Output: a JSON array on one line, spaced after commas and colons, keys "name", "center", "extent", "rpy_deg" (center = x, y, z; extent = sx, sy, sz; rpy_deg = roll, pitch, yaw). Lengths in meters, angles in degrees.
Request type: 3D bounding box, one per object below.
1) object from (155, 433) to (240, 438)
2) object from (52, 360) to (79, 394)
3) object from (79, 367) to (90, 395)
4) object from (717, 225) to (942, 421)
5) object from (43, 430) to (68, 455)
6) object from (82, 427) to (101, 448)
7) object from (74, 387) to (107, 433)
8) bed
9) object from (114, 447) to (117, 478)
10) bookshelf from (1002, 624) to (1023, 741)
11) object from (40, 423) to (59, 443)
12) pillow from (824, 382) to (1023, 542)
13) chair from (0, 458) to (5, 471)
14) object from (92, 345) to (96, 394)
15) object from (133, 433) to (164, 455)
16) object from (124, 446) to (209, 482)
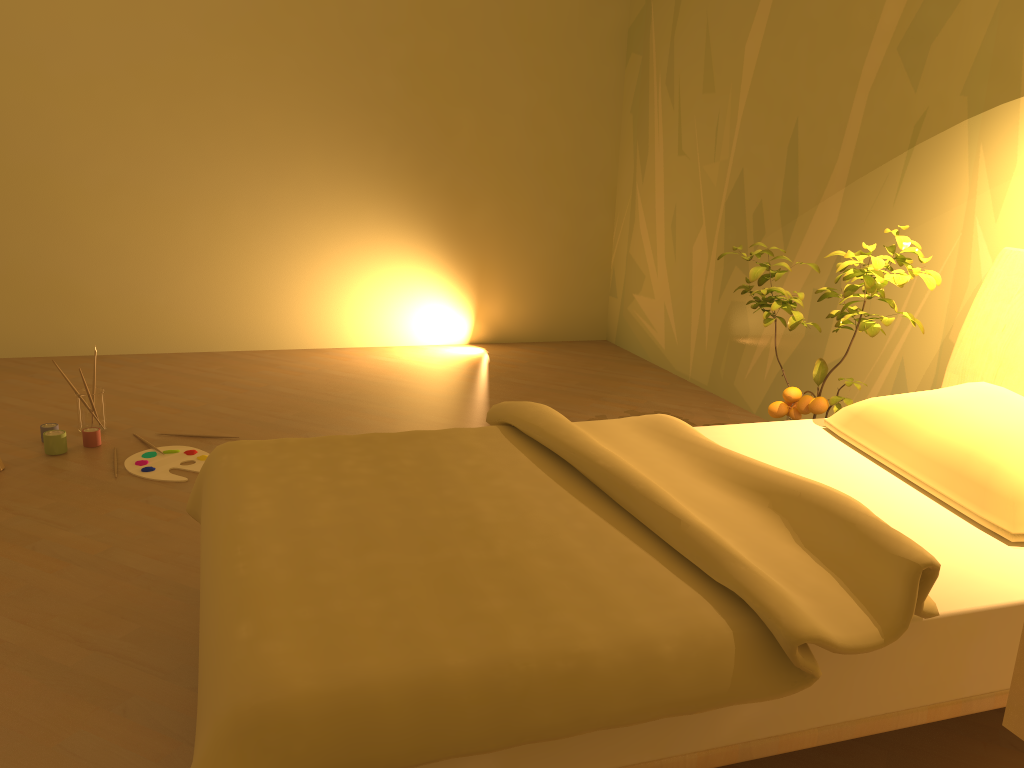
[{"name": "object", "center": [-1.203, 0.197, 3.391], "extent": [0.325, 0.010, 0.010], "rpy_deg": [3, 15, 1]}, {"name": "object", "center": [-1.640, 0.042, 3.356], "extent": [0.159, 0.286, 0.010], "rpy_deg": [-4, 16, -24]}, {"name": "object", "center": [-1.591, 0.051, 3.344], "extent": [0.010, 0.278, 0.172], "rpy_deg": [1, 15, -7]}, {"name": "object", "center": [0.942, -0.068, 2.919], "extent": [0.372, 0.944, 0.828], "rpy_deg": [-5, 16, -25]}, {"name": "object", "center": [-1.624, 0.208, 3.154], "extent": [0.073, 0.073, 0.073], "rpy_deg": [-1, 15, -15]}, {"name": "object", "center": [-1.537, 0.196, 3.243], "extent": [0.060, 0.060, 0.060], "rpy_deg": [-9, 18, -36]}, {"name": "object", "center": [-1.609, 0.103, 3.393], "extent": [0.106, 0.157, 0.106], "rpy_deg": [16, 20, 41]}, {"name": "bed", "center": [0.514, 0.194, 1.960], "extent": [2.378, 0.894, 1.286], "rpy_deg": [-3, 16, -19]}, {"name": "object", "center": [-1.382, 0.269, 3.089], "extent": [0.010, 0.010, 0.325], "rpy_deg": [-4, 16, -24]}, {"name": "bookshelf", "center": [0.959, -0.095, 0.353], "extent": [2.605, 1.240, 0.300], "rpy_deg": [-3, 16, -19]}, {"name": "object", "center": [-1.705, 0.181, 3.271], "extent": [0.060, 0.060, 0.060], "rpy_deg": [-8, 18, -33]}, {"name": "pillow", "center": [1.176, 0.152, 2.171], "extent": [0.482, 0.213, 0.801], "rpy_deg": [0, 15, -9]}, {"name": "chair", "center": [-1.876, 0.024, 2.875], "extent": [0.364, 0.551, 0.348], "rpy_deg": [0, 15, -8]}, {"name": "object", "center": [-1.612, 0.011, 3.418], "extent": [0.010, 0.319, 0.069], "rpy_deg": [4, 15, 7]}, {"name": "object", "center": [-1.343, 0.220, 3.273], "extent": [0.010, 0.015, 0.325], "rpy_deg": [-10, 19, -40]}, {"name": "object", "center": [-1.190, 0.273, 3.098], "extent": [0.366, 0.014, 0.288], "rpy_deg": [16, 20, 41]}]
